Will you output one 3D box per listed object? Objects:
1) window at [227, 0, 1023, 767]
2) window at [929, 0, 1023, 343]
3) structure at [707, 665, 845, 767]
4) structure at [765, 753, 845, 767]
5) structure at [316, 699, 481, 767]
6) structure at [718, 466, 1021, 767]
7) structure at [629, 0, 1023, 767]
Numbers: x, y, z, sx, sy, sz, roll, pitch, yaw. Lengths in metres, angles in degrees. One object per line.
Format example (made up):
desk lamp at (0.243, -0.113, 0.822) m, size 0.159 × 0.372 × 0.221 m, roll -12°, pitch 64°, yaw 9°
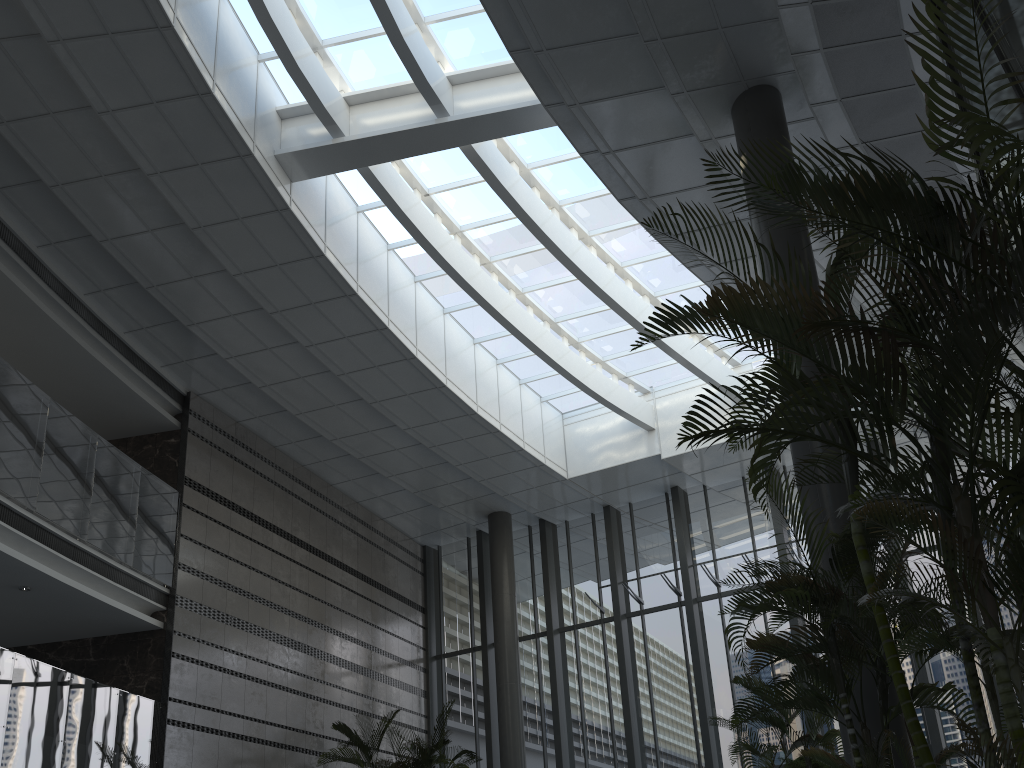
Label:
window at (-0.740, 1.585, 8.849) m, size 14.014 × 9.078 × 20.089 m, roll -24°, pitch -35°, yaw 32°
window at (6.292, 0.800, 6.680) m, size 4.258 × 7.218 × 16.915 m, roll -14°, pitch -31°, yaw 22°
structure at (2.590, 4.023, 7.606) m, size 1.409 × 3.127 × 1.348 m, roll -7°, pitch -22°, yaw 9°
structure at (3.919, 5.942, 10.450) m, size 3.884 × 2.673 × 3.426 m, roll -24°, pitch -33°, yaw 33°
structure at (-1.629, 7.106, 13.095) m, size 2.570 × 4.209 × 2.655 m, roll -17°, pitch -27°, yaw 28°
structure at (2.128, 2.207, 4.843) m, size 1.645 × 3.369 × 2.265 m, roll -7°, pitch -24°, yaw 8°
structure at (1.792, 0.777, 3.284) m, size 2.432 × 4.208 × 2.803 m, roll -6°, pitch -24°, yaw 5°
